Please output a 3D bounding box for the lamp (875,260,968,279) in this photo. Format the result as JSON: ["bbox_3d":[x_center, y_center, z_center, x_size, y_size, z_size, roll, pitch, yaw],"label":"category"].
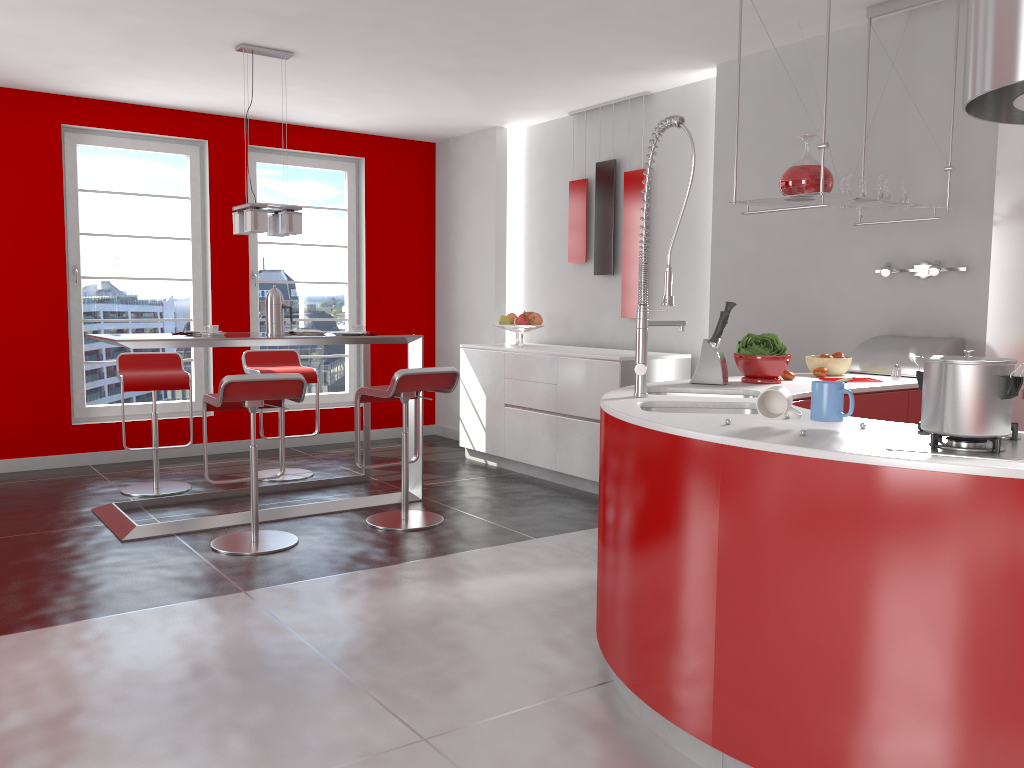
[{"bbox_3d":[1.895,-0.536,4.166,0.155,0.081,0.454,-3,6,-35],"label":"lamp"}]

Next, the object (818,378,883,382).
[{"bbox_3d":[1.441,-0.017,3.778,0.266,0.006,0.168,0,5,-8],"label":"object"}]

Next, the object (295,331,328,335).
[{"bbox_3d":[-1.186,-0.301,5.246,0.217,0.015,0.217,1,5,2],"label":"object"}]

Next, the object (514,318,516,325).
[{"bbox_3d":[0.056,-0.459,6.652,0.086,0.079,0.084,0,5,-7],"label":"object"}]

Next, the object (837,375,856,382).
[{"bbox_3d":[1.406,-0.020,3.732,0.041,0.008,0.375,4,6,31],"label":"object"}]

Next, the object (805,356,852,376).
[{"bbox_3d":[1.450,-0.081,4.066,0.201,0.086,0.201,-3,6,-34],"label":"object"}]

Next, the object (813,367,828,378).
[{"bbox_3d":[1.371,-0.051,3.941,0.065,0.047,0.063,-3,6,-35],"label":"object"}]

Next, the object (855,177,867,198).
[{"bbox_3d":[1.559,-0.853,3.965,0.060,0.141,0.060,-3,6,-35],"label":"object"}]

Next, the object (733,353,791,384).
[{"bbox_3d":[1.025,-0.065,3.640,0.228,0.118,0.229,3,6,26],"label":"object"}]

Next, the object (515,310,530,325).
[{"bbox_3d":[0.071,-0.481,6.531,0.117,0.133,0.097,6,7,44],"label":"object"}]

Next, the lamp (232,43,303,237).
[{"bbox_3d":[-1.397,-1.369,5.037,0.304,1.025,0.304,-3,6,-35],"label":"lamp"}]

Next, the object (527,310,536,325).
[{"bbox_3d":[0.120,-0.498,6.709,0.117,0.129,0.150,2,5,12],"label":"object"}]

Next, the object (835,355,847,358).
[{"bbox_3d":[1.495,-0.109,4.041,0.066,0.049,0.062,-4,7,-38],"label":"object"}]

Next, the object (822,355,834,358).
[{"bbox_3d":[1.431,-0.108,4.020,0.066,0.049,0.062,-2,6,-27],"label":"object"}]

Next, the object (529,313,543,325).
[{"bbox_3d":[0.184,-0.480,6.599,0.097,0.101,0.121,4,6,33],"label":"object"}]

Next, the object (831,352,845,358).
[{"bbox_3d":[1.507,-0.119,4.101,0.066,0.058,0.055,5,7,40],"label":"object"}]

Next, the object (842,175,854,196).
[{"bbox_3d":[1.478,-0.848,3.907,0.060,0.141,0.060,-3,6,-35],"label":"object"}]

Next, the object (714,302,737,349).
[{"bbox_3d":[0.815,-0.166,3.531,0.150,0.322,0.014,3,6,26],"label":"object"}]

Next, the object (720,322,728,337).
[{"bbox_3d":[0.819,-0.155,3.559,0.091,0.197,0.009,3,6,26],"label":"object"}]

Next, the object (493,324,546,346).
[{"bbox_3d":[0.056,-0.366,6.633,0.398,0.159,0.398,2,5,14],"label":"object"}]

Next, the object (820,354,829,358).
[{"bbox_3d":[1.449,-0.113,4.082,0.062,0.052,0.065,5,7,39],"label":"object"}]

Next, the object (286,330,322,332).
[{"bbox_3d":[-1.296,-0.328,5.523,0.217,0.015,0.217,4,6,30],"label":"object"}]

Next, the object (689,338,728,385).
[{"bbox_3d":[0.790,-0.092,3.551,0.137,0.178,0.091,3,6,28],"label":"object"}]

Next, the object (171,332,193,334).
[{"bbox_3d":[-1.911,-0.292,5.087,0.095,0.012,0.234,-3,6,-36],"label":"object"}]

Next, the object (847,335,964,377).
[{"bbox_3d":[1.831,-0.134,4.140,0.300,0.170,0.400,-3,6,-35],"label":"object"}]

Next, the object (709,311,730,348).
[{"bbox_3d":[0.794,-0.149,3.512,0.130,0.279,0.012,3,6,26],"label":"object"}]

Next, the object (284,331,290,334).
[{"bbox_3d":[-1.396,-0.309,5.311,0.119,0.016,0.119,-3,7,-38],"label":"object"}]

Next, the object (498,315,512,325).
[{"bbox_3d":[-0.049,-0.468,6.576,0.100,0.086,0.083,2,5,14],"label":"object"}]

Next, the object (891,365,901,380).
[{"bbox_3d":[1.668,-0.051,3.851,0.043,0.066,0.042,-2,6,-22],"label":"object"}]

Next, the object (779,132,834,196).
[{"bbox_3d":[1.209,-0.889,3.635,0.213,0.266,0.213,0,5,-7],"label":"object"}]

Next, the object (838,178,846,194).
[{"bbox_3d":[1.491,-0.858,4.017,0.060,0.141,0.060,4,6,32],"label":"object"}]

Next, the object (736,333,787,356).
[{"bbox_3d":[1.017,-0.117,3.629,0.198,0.182,0.193,-2,6,-29],"label":"object"}]

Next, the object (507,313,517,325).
[{"bbox_3d":[-0.001,-0.487,6.714,0.096,0.105,0.117,0,5,-6],"label":"object"}]

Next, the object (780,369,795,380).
[{"bbox_3d":[1.174,-0.041,3.777,0.063,0.048,0.064,4,6,33],"label":"object"}]
